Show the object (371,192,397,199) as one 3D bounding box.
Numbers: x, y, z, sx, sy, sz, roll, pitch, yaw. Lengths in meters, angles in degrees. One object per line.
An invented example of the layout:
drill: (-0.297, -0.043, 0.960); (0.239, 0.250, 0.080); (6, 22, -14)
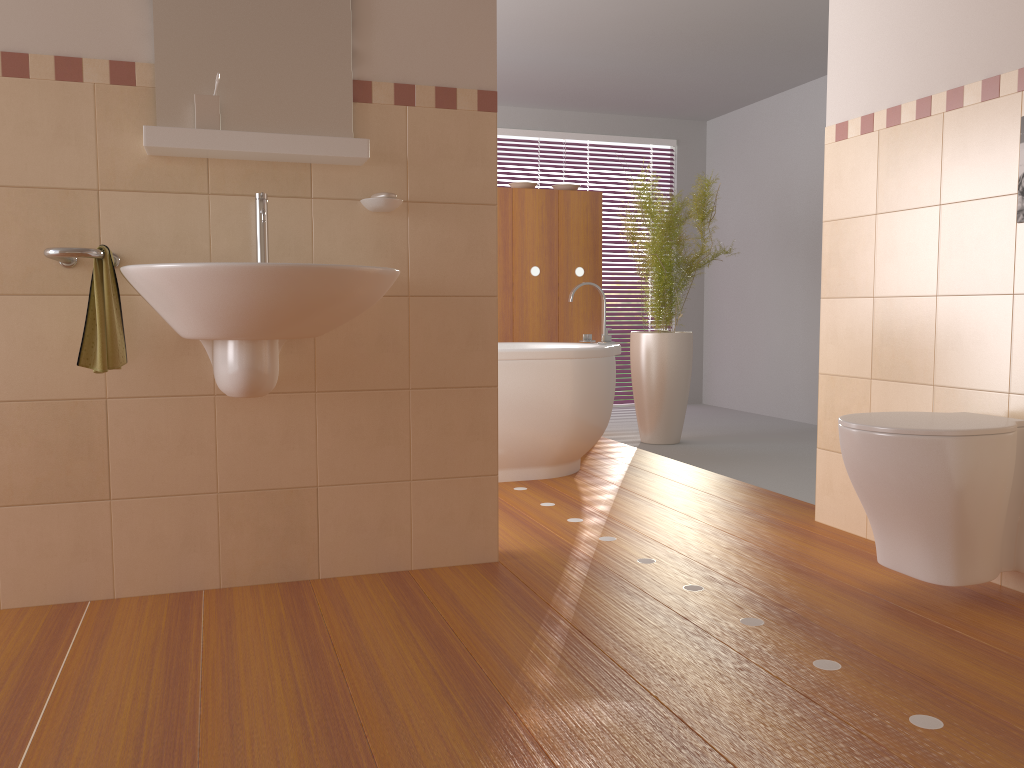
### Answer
object: (-0.355, -0.517, 2.452); (0.075, 0.023, 0.050); (3, 6, 36)

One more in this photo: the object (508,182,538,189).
object: (0.066, -1.157, 5.233); (0.173, 0.046, 0.173); (-2, 5, -19)

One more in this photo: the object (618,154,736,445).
object: (0.958, -0.437, 5.062); (0.683, 1.557, 1.335); (1, 5, 14)

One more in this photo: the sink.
sink: (-0.595, -0.223, 2.160); (0.683, 0.516, 0.539); (-2, 5, -18)

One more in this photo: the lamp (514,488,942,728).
lamp: (-0.990, 0.600, 1.954); (3.173, 0.001, 2.893); (-2, 5, -19)

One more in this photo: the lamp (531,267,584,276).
lamp: (-0.129, -0.648, 5.068); (1.169, 0.052, 0.001); (-2, 5, -19)

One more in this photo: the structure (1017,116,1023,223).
structure: (1.372, -0.560, 2.269); (0.005, 0.279, 0.170); (-2, 5, -19)

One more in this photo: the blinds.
blinds: (-0.946, -0.796, 6.380); (4.712, 2.022, 0.032); (-2, 5, -19)

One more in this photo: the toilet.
toilet: (1.109, 0.289, 2.311); (0.534, 0.400, 0.375); (-2, 5, -19)

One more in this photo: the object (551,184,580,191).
object: (0.323, -1.165, 5.320); (0.173, 0.046, 0.173); (-2, 5, -19)

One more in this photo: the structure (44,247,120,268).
structure: (-1.028, -0.304, 2.114); (0.142, 0.042, 0.333); (-2, 5, -19)

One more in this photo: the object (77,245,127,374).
object: (-0.971, -0.177, 2.138); (0.085, 0.306, 0.181); (0, 5, -2)

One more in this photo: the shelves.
shelves: (-0.659, -0.619, 2.317); (0.554, 0.050, 0.138); (-2, 5, -19)

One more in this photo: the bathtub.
bathtub: (-0.352, -0.033, 4.177); (1.874, 0.900, 0.888); (-2, 5, -18)

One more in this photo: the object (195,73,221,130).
object: (-0.776, -0.714, 2.262); (0.063, 0.149, 0.073); (-2, 5, -19)

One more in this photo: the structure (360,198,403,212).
structure: (-0.356, -0.495, 2.452); (0.117, 0.029, 0.092); (-2, 5, -19)

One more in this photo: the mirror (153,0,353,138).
mirror: (-0.677, -1.054, 2.331); (0.502, 0.799, 0.008); (-2, 5, -19)
